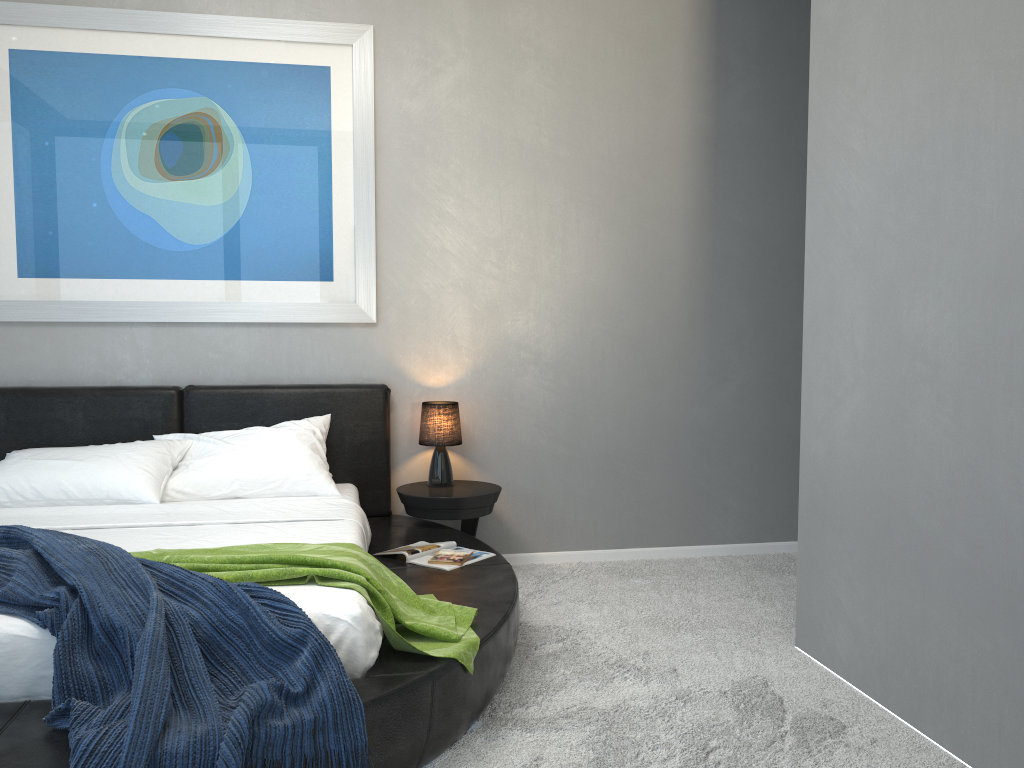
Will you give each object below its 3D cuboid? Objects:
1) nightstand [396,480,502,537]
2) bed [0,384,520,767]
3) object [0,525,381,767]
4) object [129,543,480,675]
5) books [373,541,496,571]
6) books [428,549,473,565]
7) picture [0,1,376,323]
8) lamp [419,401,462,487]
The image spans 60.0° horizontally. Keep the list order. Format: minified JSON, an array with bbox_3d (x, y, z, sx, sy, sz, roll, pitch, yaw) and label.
[{"bbox_3d":[-0.296,0.712,4.200,0.496,0.441,0.496,1,4,18],"label":"nightstand"},{"bbox_3d":[-1.313,0.532,2.952,2.755,0.935,2.613,-1,3,-10],"label":"bed"},{"bbox_3d":[-1.373,0.694,2.370,2.153,0.569,0.684,2,4,31],"label":"object"},{"bbox_3d":[-1.232,0.630,2.491,2.302,0.343,0.645,-1,3,-11],"label":"object"},{"bbox_3d":[-0.310,0.666,3.534,0.395,0.040,0.301,2,4,36],"label":"books"},{"bbox_3d":[-0.238,0.675,3.463,0.133,0.012,0.189,1,3,11],"label":"books"},{"bbox_3d":[-1.543,-0.989,4.089,1.800,1.402,0.025,-1,4,-10],"label":"picture"},{"bbox_3d":[-0.343,0.287,4.258,0.208,0.401,0.219,-2,5,-30],"label":"lamp"}]
